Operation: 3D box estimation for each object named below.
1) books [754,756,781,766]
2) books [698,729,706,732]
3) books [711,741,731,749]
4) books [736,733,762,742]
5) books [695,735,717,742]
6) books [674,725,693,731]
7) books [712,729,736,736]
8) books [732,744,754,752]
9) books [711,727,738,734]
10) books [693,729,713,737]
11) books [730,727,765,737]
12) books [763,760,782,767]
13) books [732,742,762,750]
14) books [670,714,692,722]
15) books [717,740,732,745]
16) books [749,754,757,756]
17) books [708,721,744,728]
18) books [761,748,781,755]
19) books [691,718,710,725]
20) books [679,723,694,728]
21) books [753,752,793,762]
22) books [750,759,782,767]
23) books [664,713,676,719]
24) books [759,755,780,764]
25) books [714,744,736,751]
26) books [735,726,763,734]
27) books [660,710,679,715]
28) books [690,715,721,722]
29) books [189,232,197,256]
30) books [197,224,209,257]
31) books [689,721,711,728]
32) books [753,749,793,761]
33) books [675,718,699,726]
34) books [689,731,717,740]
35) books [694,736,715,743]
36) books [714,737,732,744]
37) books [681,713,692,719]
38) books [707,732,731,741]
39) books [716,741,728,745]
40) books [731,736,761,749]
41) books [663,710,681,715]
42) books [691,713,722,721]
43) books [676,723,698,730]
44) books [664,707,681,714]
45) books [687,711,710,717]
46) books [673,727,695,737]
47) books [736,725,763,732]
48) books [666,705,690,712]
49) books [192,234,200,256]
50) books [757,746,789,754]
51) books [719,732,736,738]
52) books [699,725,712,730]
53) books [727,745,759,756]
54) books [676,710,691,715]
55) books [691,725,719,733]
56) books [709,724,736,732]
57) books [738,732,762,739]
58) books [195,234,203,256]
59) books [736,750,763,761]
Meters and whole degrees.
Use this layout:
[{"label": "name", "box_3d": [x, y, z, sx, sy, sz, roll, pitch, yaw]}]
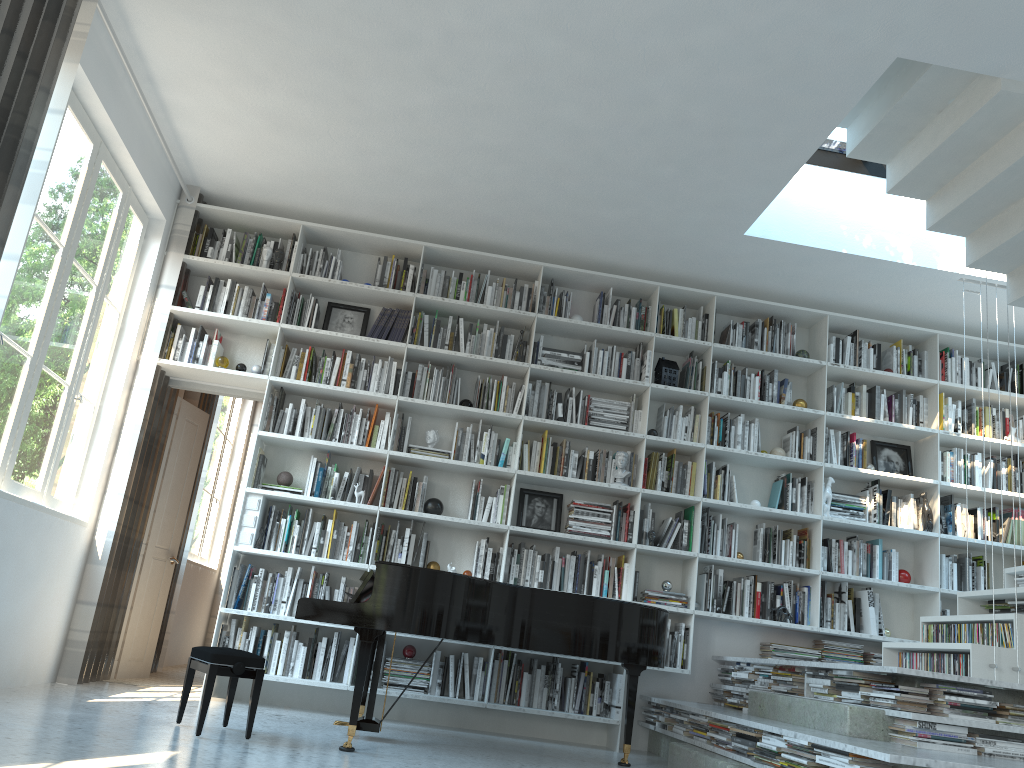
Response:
[{"label": "books", "box_3d": [1.184, 1.635, 3.825, 0.171, 0.005, 0.298, 9, -17, -6]}, {"label": "books", "box_3d": [1.091, 1.857, 4.722, 0.123, 0.008, 0.295, 8, -17, -2]}, {"label": "books", "box_3d": [1.104, 1.805, 4.413, 0.161, 0.008, 0.255, 8, -17, 0]}, {"label": "books", "box_3d": [1.163, 1.658, 4.136, 0.142, 0.017, 0.240, 10, -17, -9]}, {"label": "books", "box_3d": [1.081, 1.886, 4.713, 0.140, 0.008, 0.284, 10, -17, -7]}, {"label": "books", "box_3d": [1.032, 1.955, 5.014, 0.172, 0.014, 0.221, 9, -17, -4]}, {"label": "books", "box_3d": [1.122, 1.747, 4.431, 0.155, 0.009, 0.298, 9, -17, -4]}, {"label": "books", "box_3d": [1.152, 1.703, 4.122, 0.147, 0.008, 0.291, 10, -17, -9]}, {"label": "books", "box_3d": [1.119, 1.738, 4.433, 0.169, 0.009, 0.242, 9, -17, -5]}, {"label": "books", "box_3d": [1.077, 1.864, 4.718, 0.165, 0.012, 0.205, 9, -17, -5]}, {"label": "books", "box_3d": [1.153, 1.633, 4.142, 0.170, 0.014, 0.281, 10, -17, -8]}, {"label": "books", "box_3d": [1.188, 1.642, 3.823, 0.147, 0.008, 0.237, 8, -17, 0]}, {"label": "books", "box_3d": [1.145, 1.693, 4.124, 0.177, 0.011, 0.221, 8, -17, -3]}, {"label": "books", "box_3d": [1.031, 1.902, 5.028, 0.180, 0.015, 0.295, 10, -17, -7]}, {"label": "books", "box_3d": [1.128, 1.796, 4.418, 0.132, 0.009, 0.270, 9, -17, -4]}, {"label": "books", "box_3d": [1.152, 1.719, 4.118, 0.154, 0.007, 0.263, 8, -17, -3]}, {"label": "books", "box_3d": [1.111, 1.714, 4.439, 0.179, 0.012, 0.250, 10, -17, -8]}, {"label": "books", "box_3d": [1.202, 1.602, 3.836, 0.145, 0.010, 0.267, 9, -17, -6]}, {"label": "books", "box_3d": [1.067, 1.810, 4.732, 0.182, 0.016, 0.199, 8, -17, 0]}, {"label": "books", "box_3d": [1.046, 1.937, 5.021, 0.147, 0.012, 0.207, 9, -17, -4]}, {"label": "books", "box_3d": [1.182, 1.619, 3.829, 0.180, 0.008, 0.268, 9, -17, -6]}, {"label": "books", "box_3d": [1.167, 1.645, 3.820, 0.193, 0.005, 0.225, 10, -17, -9]}, {"label": "books", "box_3d": [1.014, 1.998, 5.322, 0.143, 0.019, 0.231, 9, -17, -4]}, {"label": "books", "box_3d": [1.187, 1.628, 3.827, 0.159, 0.009, 0.276, 8, -17, -2]}, {"label": "books", "box_3d": [1.118, 1.815, 4.412, 0.147, 0.008, 0.237, 9, -17, -6]}, {"label": "books", "box_3d": [1.168, 1.625, 4.146, 0.157, 0.007, 0.269, 9, -17, -5]}, {"label": "books", "box_3d": [1.004, 1.984, 5.325, 0.160, 0.009, 0.292, 8, -17, -3]}, {"label": "books", "box_3d": [1.076, 1.796, 4.736, 0.171, 0.015, 0.253, 10, -17, -8]}, {"label": "books", "box_3d": [-2.192, -0.913, 6.110, 0.014, 0.218, 0.189, 9, -16, -5]}, {"label": "books", "box_3d": [-2.129, -0.935, 6.127, 0.014, 0.285, 0.175, 9, -16, -5]}, {"label": "books", "box_3d": [1.072, 1.822, 4.729, 0.169, 0.009, 0.242, 10, -17, -9]}, {"label": "books", "box_3d": [1.177, 1.609, 3.831, 0.189, 0.013, 0.215, 10, -17, -7]}, {"label": "books", "box_3d": [1.032, 1.920, 5.024, 0.171, 0.020, 0.194, 8, -17, -1]}, {"label": "books", "box_3d": [1.071, 1.875, 4.714, 0.159, 0.012, 0.293, 10, -17, -8]}, {"label": "books", "box_3d": [1.072, 1.895, 4.709, 0.157, 0.014, 0.181, 10, -17, -8]}, {"label": "books", "box_3d": [1.122, 1.784, 4.421, 0.130, 0.014, 0.250, 10, -17, -10]}, {"label": "books", "box_3d": [1.057, 1.890, 5.035, 0.130, 0.018, 0.256, 8, -17, -2]}, {"label": "books", "box_3d": [1.106, 1.768, 4.423, 0.182, 0.013, 0.288, 9, -17, -4]}, {"label": "books", "box_3d": [1.126, 1.802, 4.416, 0.128, 0.005, 0.297, 8, -17, -3]}, {"label": "books", "box_3d": [1.149, 1.676, 4.129, 0.160, 0.025, 0.244, 10, -17, -10]}, {"label": "books", "box_3d": [1.014, 1.979, 5.328, 0.126, 0.005, 0.291, 10, -17, -10]}, {"label": "books", "box_3d": [1.081, 1.784, 4.740, 0.174, 0.011, 0.228, 9, -17, -6]}, {"label": "books", "box_3d": [1.046, 1.947, 5.018, 0.149, 0.007, 0.301, 9, -17, -5]}, {"label": "books", "box_3d": [1.021, 1.970, 5.331, 0.135, 0.014, 0.298, 9, -17, -4]}, {"label": "books", "box_3d": [1.067, 1.774, 4.741, 0.193, 0.005, 0.225, 10, -17, -9]}, {"label": "books", "box_3d": [1.022, 1.973, 5.008, 0.177, 0.026, 0.231, 8, -17, -2]}, {"label": "books", "box_3d": [1.165, 1.618, 4.147, 0.160, 0.008, 0.239, 9, -17, -4]}, {"label": "books", "box_3d": [1.018, 1.954, 5.335, 0.137, 0.018, 0.201, 8, -17, -1]}, {"label": "books", "box_3d": [-2.176, -0.908, 6.134, 0.024, 0.227, 0.130, 9, -16, -5]}, {"label": "books", "box_3d": [1.186, 1.591, 3.837, 0.171, 0.007, 0.261, 8, -17, -2]}, {"label": "books", "box_3d": [1.129, 1.759, 4.429, 0.140, 0.013, 0.181, 9, -17, -4]}, {"label": "books", "box_3d": [1.088, 1.836, 4.727, 0.140, 0.013, 0.181, 8, -17, -2]}, {"label": "books", "box_3d": [1.133, 1.709, 4.118, 0.189, 0.009, 0.291, 8, -17, -2]}, {"label": "books", "box_3d": [1.045, 1.877, 5.037, 0.159, 0.006, 0.286, 8, -17, -3]}, {"label": "books", "box_3d": [1.074, 1.845, 4.723, 0.159, 0.011, 0.247, 10, -17, -9]}, {"label": "books", "box_3d": [1.112, 1.726, 4.435, 0.165, 0.014, 0.236, 10, -17, -10]}, {"label": "books", "box_3d": [1.167, 1.646, 4.140, 0.150, 0.008, 0.218, 9, -17, -6]}, {"label": "books", "box_3d": [-2.152, -0.905, 6.126, 0.023, 0.222, 0.151, 9, -16, -5]}, {"label": "books", "box_3d": [1.151, 1.728, 4.115, 0.142, 0.012, 0.292, 8, -17, -1]}]
